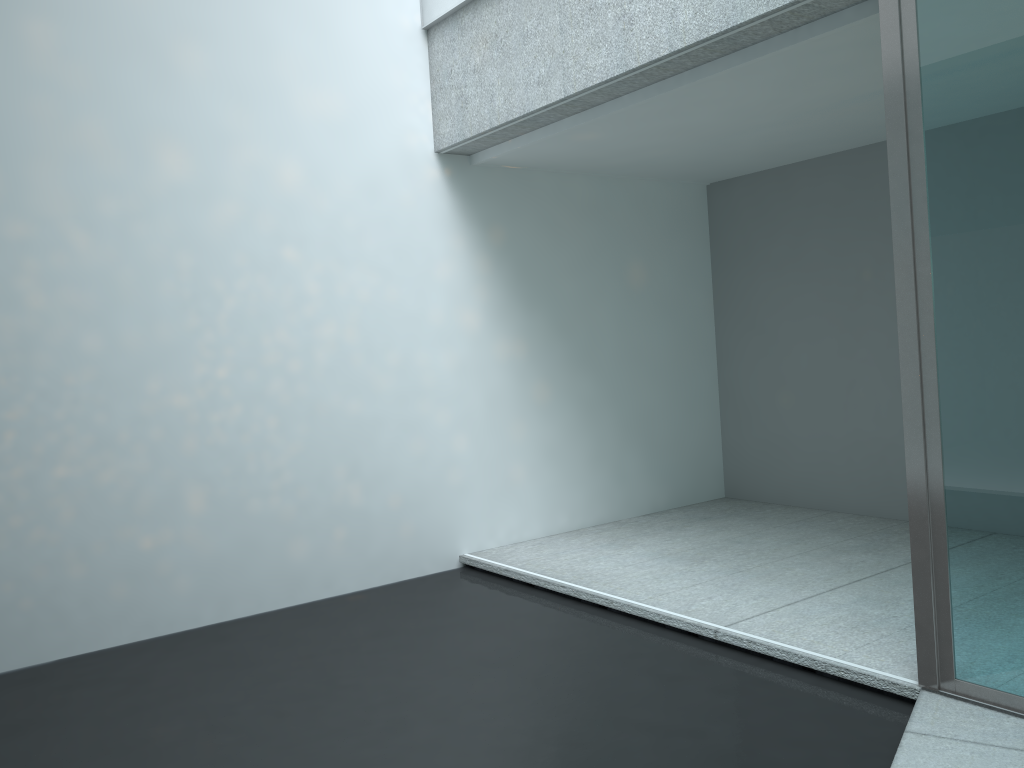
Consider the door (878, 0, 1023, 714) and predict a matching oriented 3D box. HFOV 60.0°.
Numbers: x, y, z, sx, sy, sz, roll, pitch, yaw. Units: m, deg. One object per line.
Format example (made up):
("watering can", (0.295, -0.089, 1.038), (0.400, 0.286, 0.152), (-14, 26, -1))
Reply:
("door", (1.341, -0.167, 2.167), (0.076, 2.064, 0.864), (-4, 1, -36))
